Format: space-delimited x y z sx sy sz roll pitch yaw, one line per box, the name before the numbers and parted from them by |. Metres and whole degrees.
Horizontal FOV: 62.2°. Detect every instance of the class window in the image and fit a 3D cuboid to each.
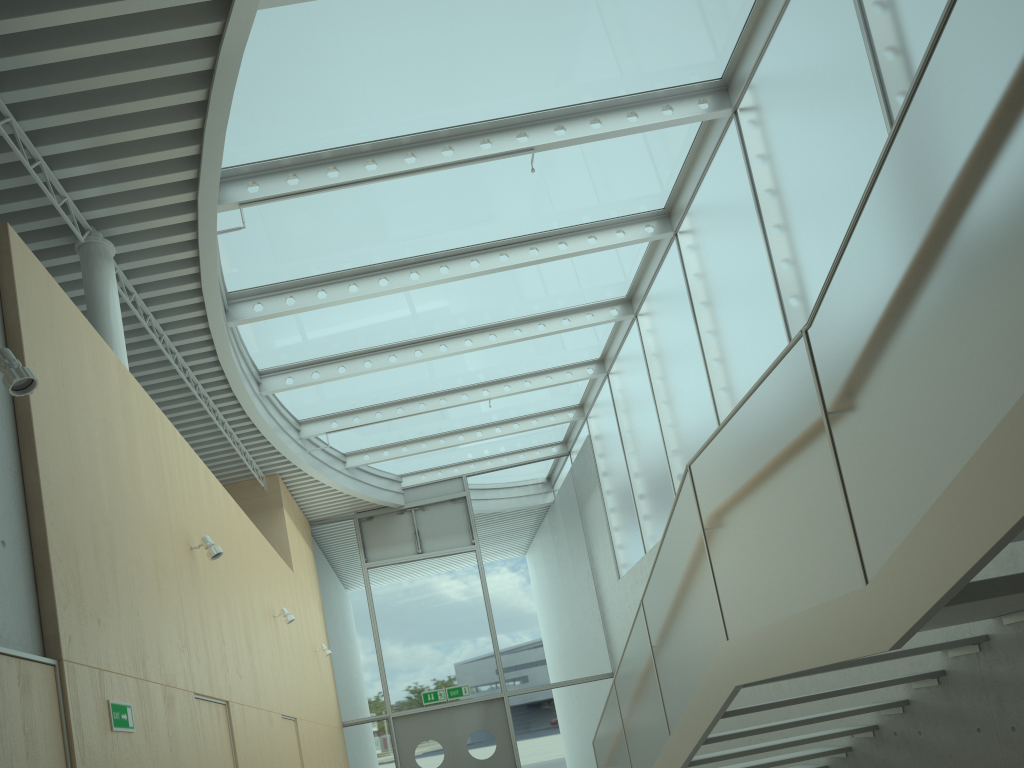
window | -0.703 4.506 14.647 4.832 6.034 0.115 -10 -7 -6
window | -0.092 1.853 9.163 4.756 5.962 16.951 -9 -21 -8
window | 1.749 0.083 9.577 0.030 2.612 16.763 -10 -22 -9

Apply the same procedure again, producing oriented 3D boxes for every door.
door | -0.892 6.486 14.337 1.912 2.023 0.183 -9 -7 -6

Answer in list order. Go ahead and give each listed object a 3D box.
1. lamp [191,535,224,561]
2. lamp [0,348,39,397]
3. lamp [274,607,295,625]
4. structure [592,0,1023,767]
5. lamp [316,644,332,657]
lamp | -2.244 1.200 6.234 0.230 0.188 0.150 -3 -15 -26
lamp | -2.004 -0.058 3.347 0.230 0.188 0.150 -3 -15 -26
lamp | -2.502 2.544 9.321 0.230 0.188 0.150 -3 -15 -26
structure | 2.017 0.501 3.348 1.874 4.005 13.507 -10 -21 -9
lamp | -2.761 3.898 12.430 0.230 0.188 0.150 -3 -15 -26
